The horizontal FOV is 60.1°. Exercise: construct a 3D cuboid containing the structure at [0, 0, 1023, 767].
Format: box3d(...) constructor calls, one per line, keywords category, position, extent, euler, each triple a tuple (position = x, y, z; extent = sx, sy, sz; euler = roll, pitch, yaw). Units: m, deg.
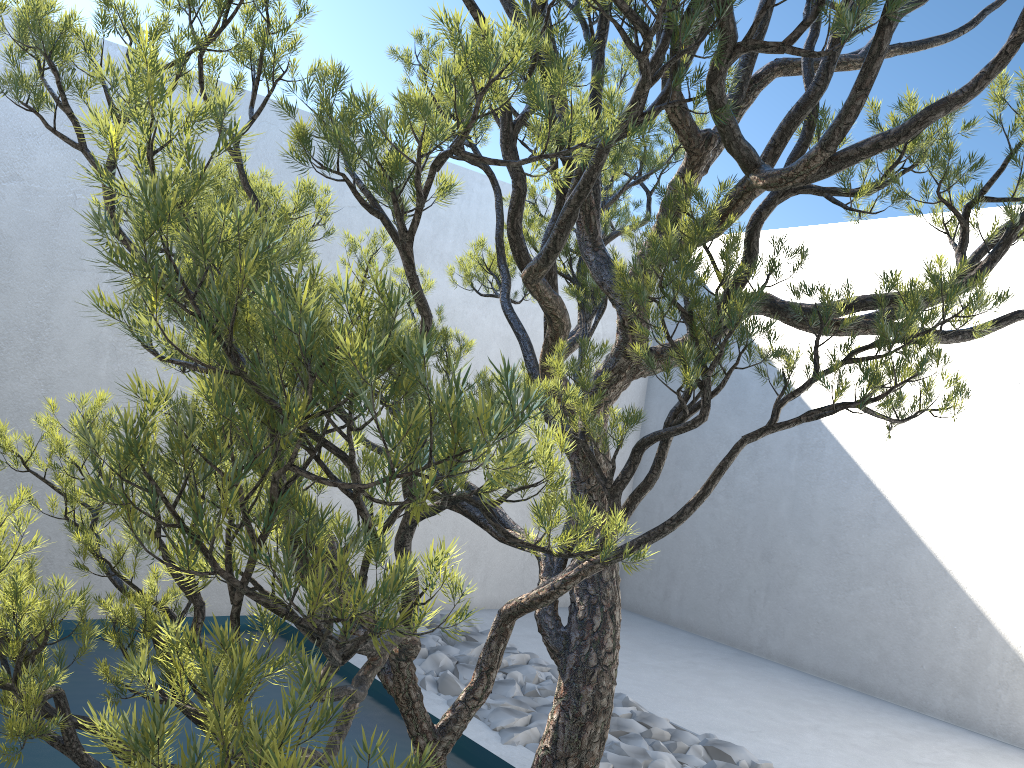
box3d(category="structure", position=(0.120, -0.132, 2.014), extent=(2.599, 3.473, 2.506), euler=(8, 0, -45))
